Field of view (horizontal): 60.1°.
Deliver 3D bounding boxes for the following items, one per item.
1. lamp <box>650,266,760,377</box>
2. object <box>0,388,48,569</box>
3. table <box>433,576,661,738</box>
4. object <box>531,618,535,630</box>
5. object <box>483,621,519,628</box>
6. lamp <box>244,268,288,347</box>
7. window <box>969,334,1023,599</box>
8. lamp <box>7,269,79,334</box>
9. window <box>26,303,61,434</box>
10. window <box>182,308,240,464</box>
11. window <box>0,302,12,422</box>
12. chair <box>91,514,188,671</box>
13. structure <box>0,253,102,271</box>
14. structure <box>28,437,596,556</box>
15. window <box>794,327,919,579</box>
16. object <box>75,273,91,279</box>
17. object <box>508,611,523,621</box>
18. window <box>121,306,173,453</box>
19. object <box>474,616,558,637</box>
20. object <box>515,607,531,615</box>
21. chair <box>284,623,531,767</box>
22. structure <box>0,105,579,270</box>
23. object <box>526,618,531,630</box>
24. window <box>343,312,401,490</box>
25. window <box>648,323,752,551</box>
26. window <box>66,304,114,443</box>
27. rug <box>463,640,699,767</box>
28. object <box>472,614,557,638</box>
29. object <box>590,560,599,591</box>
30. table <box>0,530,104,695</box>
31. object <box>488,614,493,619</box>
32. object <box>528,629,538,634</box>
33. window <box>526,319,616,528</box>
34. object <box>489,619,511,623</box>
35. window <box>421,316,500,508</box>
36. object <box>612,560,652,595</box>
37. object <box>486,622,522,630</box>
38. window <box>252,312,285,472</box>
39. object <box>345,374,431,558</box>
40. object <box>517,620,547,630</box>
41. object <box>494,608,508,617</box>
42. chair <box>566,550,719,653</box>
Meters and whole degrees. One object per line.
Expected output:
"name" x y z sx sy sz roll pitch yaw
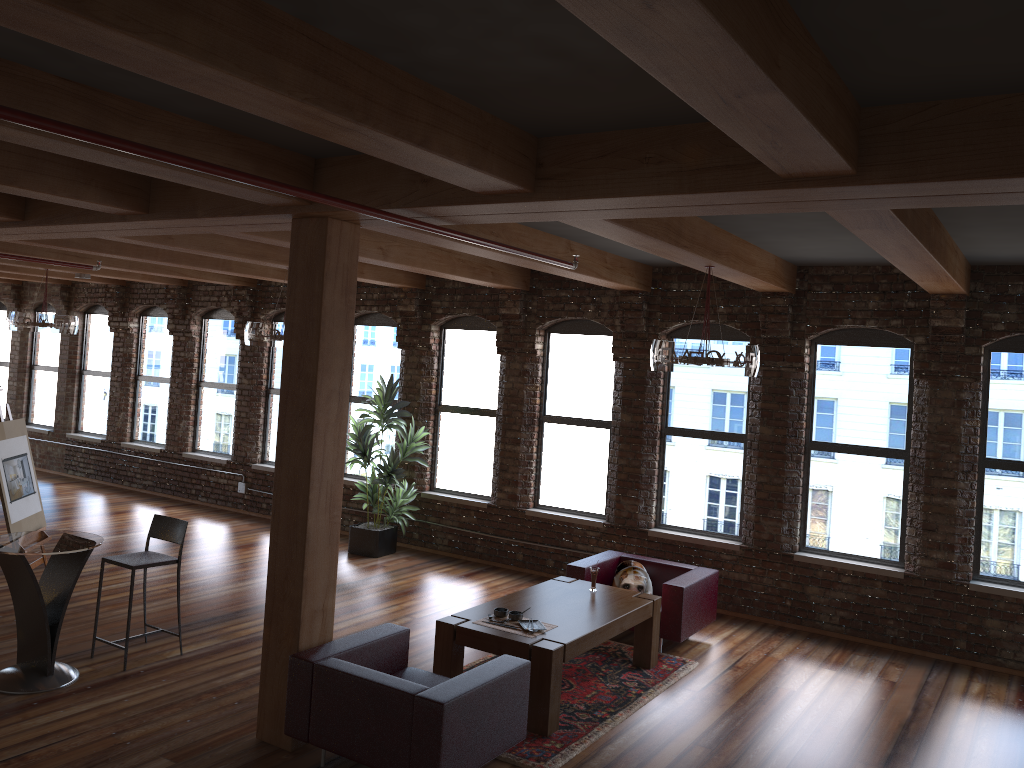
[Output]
"lamp" 1.467 -0.483 6.672 0.808 0.815 0.810 4 0 -17
"object" -4.123 0.800 7.264 0.684 2.143 0.701 4 -1 -8
"table" 0.314 1.899 6.434 0.901 0.550 1.748 4 1 32
"object" 0.139 1.600 5.913 0.007 0.008 0.270 4 1 -2
"object" -0.078 1.604 5.917 0.270 0.008 0.007 4 0 21
"lamp" -2.283 -0.778 9.016 0.809 0.815 0.809 4 0 -16
"window" 4.411 0.674 7.386 0.969 2.217 0.235 3 -1 32
"lamp" -5.967 -1.067 11.320 0.808 0.815 0.810 4 0 -22
"window" -8.015 -0.301 15.154 0.969 2.217 0.231 3 -1 32
"window" -4.287 -0.009 12.826 0.969 2.217 0.236 3 -1 32
"window" -9.280 -0.401 15.946 0.969 2.217 0.232 3 -1 32
"chair" -2.700 1.491 6.457 0.430 0.982 0.466 3 -1 32
"structure" -6.247 -1.324 6.713 0.051 0.112 6.799 3 1 32
"structure" -4.612 1.275 12.779 13.720 0.313 1.631 4 1 25
"window" 3.169 0.576 8.163 0.969 2.217 0.235 3 -1 32
"object" -5.706 -1.441 11.780 0.147 0.072 0.145 4 1 32
"object" 0.026 1.589 6.065 0.098 0.043 0.099 3 1 -20
"window" -5.532 -0.107 13.601 0.969 2.217 0.229 3 -1 32
"object" 0.021 1.614 5.950 0.471 0.003 0.331 4 2 32
"object" 0.057 1.564 6.068 0.137 0.080 0.045 4 -1 -3
"chair" -0.585 1.850 5.025 1.072 0.593 0.864 4 1 32
"structure" -1.315 -0.937 3.630 0.051 0.112 6.799 3 1 32
"object" 0.112 1.599 5.904 0.007 0.008 0.270 4 1 6
"window" -1.801 0.186 11.271 0.969 2.217 0.235 3 -1 32
"window" 1.926 0.479 8.940 0.969 2.217 0.235 3 -1 32
"window" -6.771 -0.204 14.377 0.969 2.217 0.232 3 -1 32
"rug" 0.278 2.170 6.385 1.345 0.009 2.459 4 2 32
"object" 0.021 1.614 5.951 0.470 0.001 0.352 4 2 32
"object" 0.657 1.515 6.996 0.095 0.232 0.076 4 -1 -25
"table" -3.151 1.511 5.904 0.720 0.925 0.722 4 0 -33
"object" -0.148 1.590 6.038 0.018 0.021 0.059 4 1 -16
"object" 0.136 1.614 5.771 0.059 0.021 0.018 4 0 19
"window" 0.684 0.381 9.717 0.969 2.217 0.235 3 -1 32
"object" -0.081 1.591 5.974 0.153 0.030 0.045 4 1 16
"window" -0.558 0.284 10.493 0.969 2.217 0.235 3 -1 32
"object" 1.024 1.713 7.672 0.365 0.297 0.754 4 1 3
"object" -0.057 1.606 5.882 0.270 0.008 0.007 4 0 27
"window" -3.045 0.089 12.047 0.969 2.217 0.231 3 -1 32
"object" -1.544 0.912 10.359 1.081 2.105 0.965 3 -1 45
"object" 0.132 1.612 5.909 0.154 0.018 0.213 3 1 -13
"object" -0.076 1.581 6.125 0.098 0.043 0.099 3 1 -32
"chair" 1.131 1.895 7.738 1.072 0.593 0.864 4 1 32
